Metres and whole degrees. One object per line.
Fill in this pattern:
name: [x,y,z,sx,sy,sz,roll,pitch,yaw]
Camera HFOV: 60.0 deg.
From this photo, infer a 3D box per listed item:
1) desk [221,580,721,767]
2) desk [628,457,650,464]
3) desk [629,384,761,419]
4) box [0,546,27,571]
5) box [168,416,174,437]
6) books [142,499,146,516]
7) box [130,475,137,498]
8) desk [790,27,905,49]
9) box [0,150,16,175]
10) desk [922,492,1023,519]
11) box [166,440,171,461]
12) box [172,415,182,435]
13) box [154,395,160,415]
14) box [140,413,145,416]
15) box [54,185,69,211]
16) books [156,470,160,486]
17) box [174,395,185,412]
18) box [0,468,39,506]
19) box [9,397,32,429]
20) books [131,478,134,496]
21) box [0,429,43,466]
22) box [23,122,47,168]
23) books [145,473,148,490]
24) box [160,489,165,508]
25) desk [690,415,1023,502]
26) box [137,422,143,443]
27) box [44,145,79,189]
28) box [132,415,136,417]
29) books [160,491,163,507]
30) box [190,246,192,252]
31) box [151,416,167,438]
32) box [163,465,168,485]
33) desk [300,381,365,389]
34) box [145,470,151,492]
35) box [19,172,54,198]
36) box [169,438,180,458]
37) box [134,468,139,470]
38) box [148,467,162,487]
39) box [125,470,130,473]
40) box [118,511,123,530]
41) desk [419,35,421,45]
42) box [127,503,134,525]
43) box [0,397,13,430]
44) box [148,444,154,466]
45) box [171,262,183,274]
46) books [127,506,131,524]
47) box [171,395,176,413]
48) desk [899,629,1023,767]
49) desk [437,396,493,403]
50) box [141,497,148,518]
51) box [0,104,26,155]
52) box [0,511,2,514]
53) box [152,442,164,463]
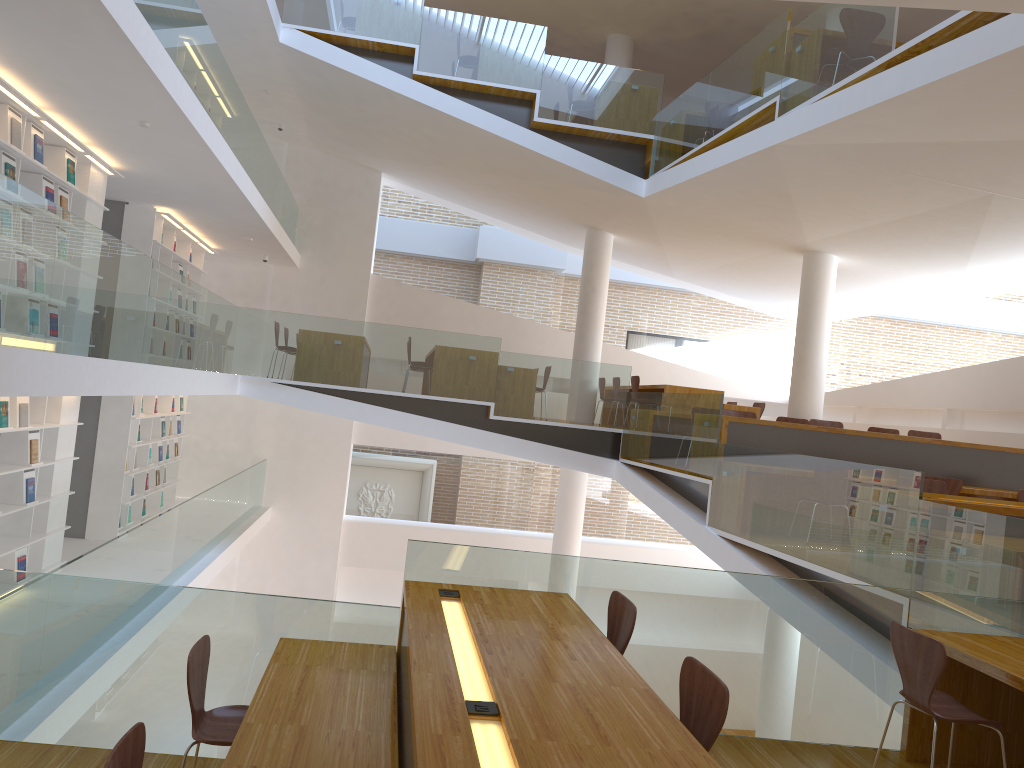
desk: [-0.210,1.343,2.479,1.285,0.918,3.236,6,-1,-8]
desk: [3.126,0.782,10.507,3.356,0.606,0.760,6,-1,-8]
desk: [2.256,0.470,12.581,1.247,0.762,3.194,6,-1,-8]
box: [-4.236,1.504,7.478,0.274,0.296,0.245,6,-1,-8]
box: [-4.845,0.567,12.298,0.274,0.296,0.245,6,-1,-8]
books: [-4.727,1.586,11.374,0.037,0.210,0.145,6,-1,-8]
box: [-4.706,1.204,10.736,0.274,0.296,0.245,6,-1,-8]
desk: [3.956,-2.527,8.061,3.223,0.815,1.250,6,-1,-8]
box: [-3.756,-1.536,6.452,0.274,0.296,0.245,6,-1,-8]
desk: [4.056,1.265,5.582,3.243,0.785,1.527,6,-1,-8]
box: [-4.879,0.894,12.280,0.274,0.296,0.245,6,-1,-8]
box: [-4.915,0.572,12.818,0.274,0.296,0.245,6,-1,-8]
box: [-4.682,0.231,11.393,0.274,0.296,0.245,6,-1,-8]
box: [-4.593,0.225,10.721,0.274,0.296,0.245,6,-1,-8]
box: [-3.902,-1.524,7.529,0.274,0.296,0.245,6,-1,-8]
books: [-4.768,1.266,11.943,0.037,0.210,0.145,6,-1,-8]
box: [-4.880,0.246,12.827,0.274,0.296,0.245,6,-1,-8]
box: [-4.162,0.850,7.470,0.274,0.296,0.245,6,-1,-8]
box: [-3.766,1.892,3.716,0.498,3.764,7.125,6,-1,-8]
books: [-4.602,1.246,10.730,0.037,0.210,0.145,6,-1,-8]
box: [-4.126,0.524,7.477,0.274,0.296,0.245,6,-1,-8]
box: [-3.777,-1.858,6.881,0.274,0.296,0.245,6,-1,-8]
books: [-4.695,1.256,11.386,0.037,0.210,0.145,6,-1,-8]
box: [-4.951,1.547,12.273,0.274,0.296,0.245,6,-1,-8]
desk: [3.463,0.977,8.501,3.216,1.022,1.248,6,-1,-8]
box: [-4.632,0.546,10.737,0.274,0.296,0.245,6,-1,-8]
box: [-3.873,-1.851,7.586,0.274,0.296,0.245,6,-1,-8]
box: [-4.543,0.223,10.352,0.274,0.296,0.245,6,-1,-8]
books: [-4.848,1.597,12.264,0.037,0.210,0.145,6,-1,-8]
box: [-4.586,-1.807,12.358,0.274,0.296,0.245,6,-1,-8]
box: [-4.796,0.564,11.939,0.274,0.296,0.245,6,-1,-8]
box: [-4.917,1.221,12.291,0.274,0.296,0.245,6,-1,-8]
desk: [-2.341,-0.278,11.900,0.760,0.606,3.194,6,-1,-8]
box: [-4.793,1.211,11.376,0.274,0.296,0.245,6,-1,-8]
box: [-3.856,-1.531,7.192,0.274,0.296,0.245,6,-1,-8]
box: [-4.953,0.899,12.823,0.274,0.296,0.245,6,-1,-8]
box: [-4.665,0.877,10.706,0.274,0.296,0.245,6,-1,-8]
box: [-4.869,1.217,11.936,0.274,0.296,0.245,6,-1,-8]
box: [-4.614,0.873,10.334,0.274,0.296,0.245,6,-1,-8]
box: [-4.685,1.528,10.315,0.274,0.296,0.245,6,-1,-8]
desk: [-1.654,-4.298,11.999,0.760,0.606,3.196,6,-1,-8]
box: [-4.743,1.532,10.739,0.274,0.296,0.245,6,-1,-8]
box: [-3.995,0.189,6.785,0.274,0.296,0.245,6,-1,-8]
box: [-4.759,0.885,11.398,0.274,0.296,0.245,6,-1,-8]
box: [-4.573,-1.484,11.991,0.274,0.296,0.245,6,-1,-8]
books: [-4.642,1.588,10.744,0.037,0.210,0.145,6,-1,-8]
box: [-4.809,0.242,12.306,0.274,0.296,0.245,6,-1,-8]
desk: [2.440,1.479,2.647,0.760,0.606,3.185,6,-1,-8]
desk: [-0.544,0.000,12.140,1.248,0.757,3.196,6,-1,-8]
box: [-4.828,1.538,11.367,0.274,0.296,0.245,6,-1,-8]
box: [-3.721,-1.862,6.467,0.274,0.296,0.245,6,-1,-8]
box: [-4.064,0.843,6.753,0.274,0.296,0.245,6,-1,-8]
box: [-4.831,0.890,11.931,0.274,0.296,0.245,6,-1,-8]
